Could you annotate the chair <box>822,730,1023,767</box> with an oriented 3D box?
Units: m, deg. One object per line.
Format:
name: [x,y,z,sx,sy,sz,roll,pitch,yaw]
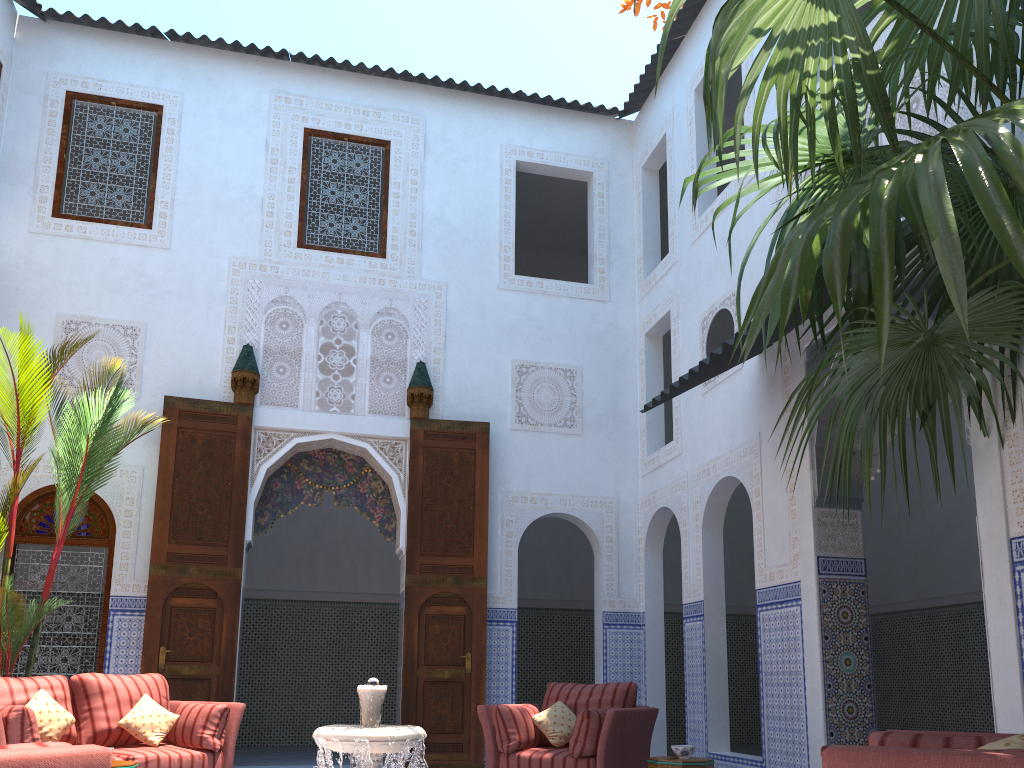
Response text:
chair: [1.086,0.995,1.753,0.733,0.525,0.835,-9,-19,30]

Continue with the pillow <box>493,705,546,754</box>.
pillow: [0.045,1.844,4.680,0.189,0.245,0.390,-8,-19,31]

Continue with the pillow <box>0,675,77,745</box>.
pillow: [-2.321,1.549,4.090,0.303,0.367,0.598,-8,-19,30]

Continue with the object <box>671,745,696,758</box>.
object: [0.809,1.733,4.127,0.118,0.055,0.122,1,-18,-1]

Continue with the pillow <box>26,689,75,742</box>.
pillow: [-2.144,1.538,4.012,0.132,0.269,0.307,-10,-19,40]

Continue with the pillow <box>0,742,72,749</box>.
pillow: [-0.882,0.689,1.355,0.189,0.245,0.390,-8,-19,31]

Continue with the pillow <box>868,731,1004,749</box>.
pillow: [1.038,0.956,2.067,0.383,0.245,0.192,-10,-17,32]

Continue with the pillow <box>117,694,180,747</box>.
pillow: [-1.843,1.705,4.449,0.280,0.251,0.152,5,-14,-14]

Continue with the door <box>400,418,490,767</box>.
door: [-0.465,1.465,6.111,0.584,2.442,0.127,2,-11,-9]

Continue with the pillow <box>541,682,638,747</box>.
pillow: [0.417,1.844,4.862,0.587,0.368,0.309,-10,-17,30]

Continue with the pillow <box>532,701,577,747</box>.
pillow: [0.249,1.813,4.677,0.264,0.226,0.170,12,-18,-35]

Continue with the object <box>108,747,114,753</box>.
object: [-1.689,1.515,3.571,0.118,0.055,0.122,1,-18,-1]

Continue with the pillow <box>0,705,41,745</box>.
pillow: [-2.148,1.487,3.713,0.383,0.245,0.192,-10,-17,32]

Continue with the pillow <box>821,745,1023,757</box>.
pillow: [0.810,0.818,1.685,0.400,0.235,0.192,-10,-18,31]

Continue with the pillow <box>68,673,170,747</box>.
pillow: [-2.032,1.707,4.561,0.307,0.389,0.577,-6,-18,26]

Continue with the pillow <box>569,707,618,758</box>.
pillow: [0.435,1.767,4.455,0.189,0.235,0.407,-8,-19,31]

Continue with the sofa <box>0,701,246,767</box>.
sofa: [-2.055,1.804,4.203,0.738,0.524,1.400,-9,-20,29]

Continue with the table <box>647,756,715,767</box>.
table: [0.787,1.905,4.065,0.289,0.314,0.299,4,-15,-13]

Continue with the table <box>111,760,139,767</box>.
table: [-1.674,1.688,3.511,0.291,0.314,0.297,-8,-17,30]

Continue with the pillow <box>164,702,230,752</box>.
pillow: [-1.637,1.779,4.556,0.400,0.235,0.192,-10,-18,31]

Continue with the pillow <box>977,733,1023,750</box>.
pillow: [1.030,0.856,1.873,0.168,0.226,0.267,11,-18,-35]

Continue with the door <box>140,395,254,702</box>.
door: [-2.064,1.315,5.725,0.585,2.442,0.127,5,-12,-19]

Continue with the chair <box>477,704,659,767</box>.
chair: [0.335,2.002,4.702,0.819,0.525,0.747,-9,-19,30]

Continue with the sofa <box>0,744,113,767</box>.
sofa: [-1.409,0.854,1.422,1.374,0.525,0.752,-10,-19,30]
